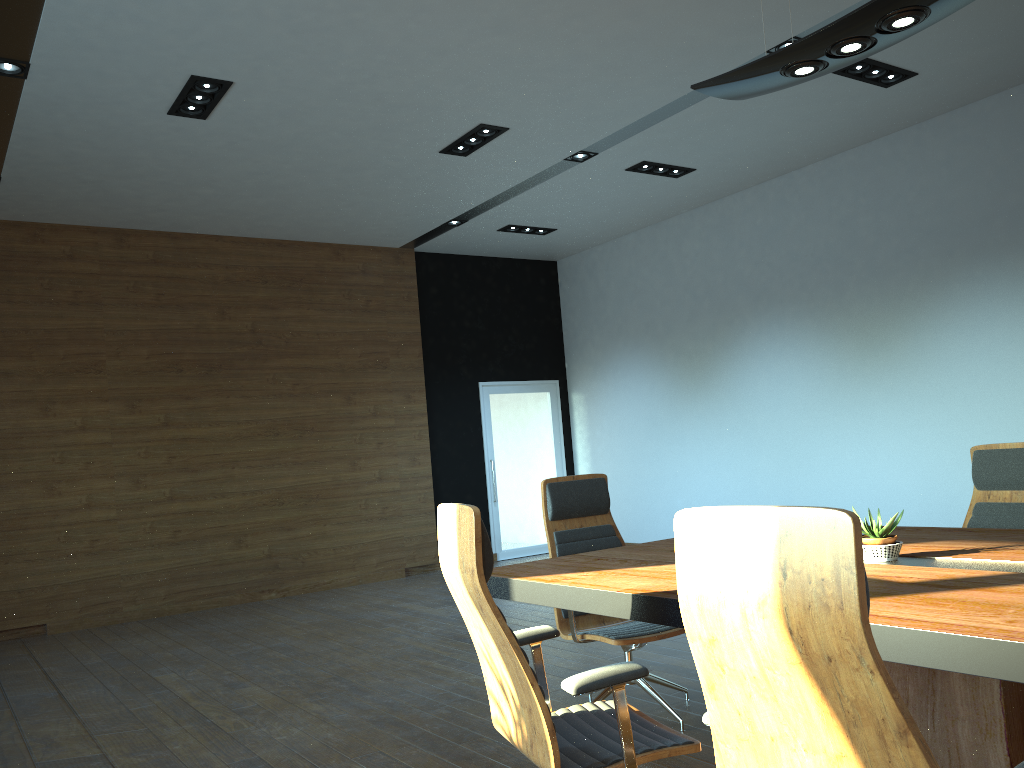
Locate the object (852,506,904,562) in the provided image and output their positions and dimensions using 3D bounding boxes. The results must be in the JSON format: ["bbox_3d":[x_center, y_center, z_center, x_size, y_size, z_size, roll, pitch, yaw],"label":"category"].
[{"bbox_3d":[1.236,0.500,2.986,0.153,0.187,0.177,-7,-4,31],"label":"object"}]

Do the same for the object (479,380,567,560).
[{"bbox_3d":[0.142,1.048,11.035,1.196,2.156,0.201,-3,-3,-34],"label":"object"}]

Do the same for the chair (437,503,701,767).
[{"bbox_3d":[0.184,0.882,2.574,0.695,1.125,0.708,-4,-3,-19],"label":"chair"}]

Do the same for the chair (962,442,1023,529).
[{"bbox_3d":[1.974,0.831,3.749,0.695,1.125,0.708,-3,-3,-27],"label":"chair"}]

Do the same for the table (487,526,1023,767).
[{"bbox_3d":[2.114,0.815,1.718,1.783,0.795,5.561,-2,-5,-34],"label":"table"}]

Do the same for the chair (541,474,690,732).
[{"bbox_3d":[0.519,0.981,4.133,0.705,1.125,0.698,-3,-3,-32],"label":"chair"}]

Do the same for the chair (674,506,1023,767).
[{"bbox_3d":[0.728,0.766,1.694,0.695,1.125,0.708,-3,-3,-34],"label":"chair"}]

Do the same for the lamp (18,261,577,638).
[{"bbox_3d":[-1.745,0.065,6.701,9.382,3.701,16.740,-2,-5,-34],"label":"lamp"}]

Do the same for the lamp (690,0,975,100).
[{"bbox_3d":[1.097,-1.728,3.011,0.339,1.197,1.201,-3,-4,-34],"label":"lamp"}]

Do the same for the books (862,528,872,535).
[{"bbox_3d":[1.298,0.638,3.891,0.389,0.033,0.546,-3,-5,-22],"label":"books"}]
